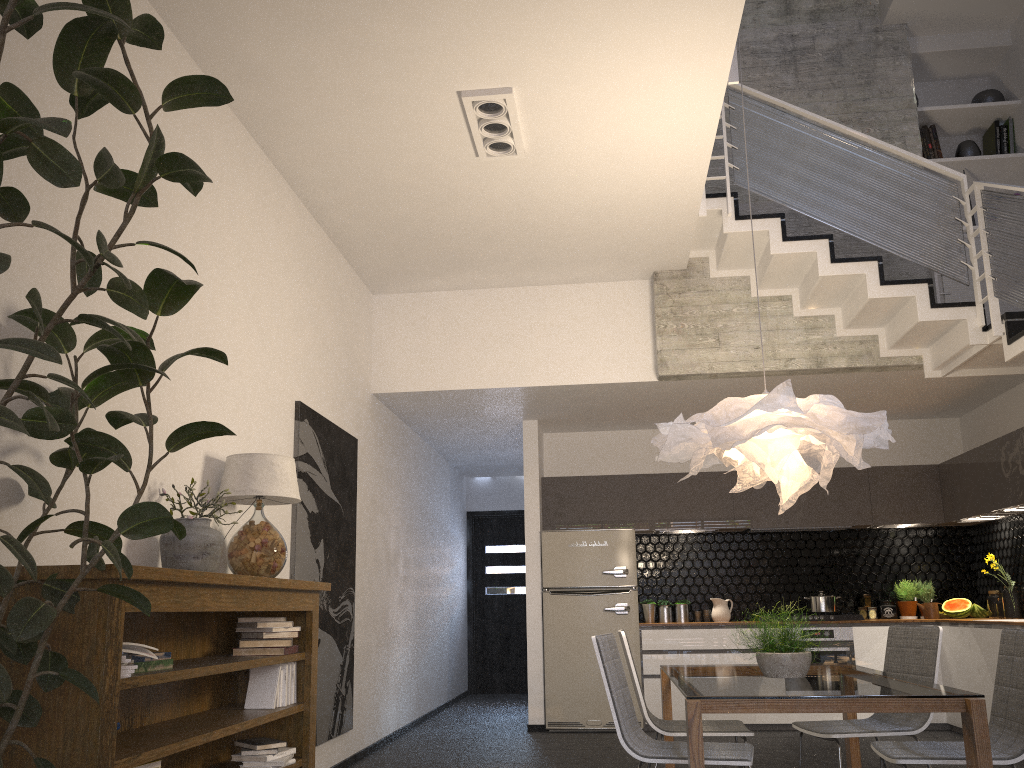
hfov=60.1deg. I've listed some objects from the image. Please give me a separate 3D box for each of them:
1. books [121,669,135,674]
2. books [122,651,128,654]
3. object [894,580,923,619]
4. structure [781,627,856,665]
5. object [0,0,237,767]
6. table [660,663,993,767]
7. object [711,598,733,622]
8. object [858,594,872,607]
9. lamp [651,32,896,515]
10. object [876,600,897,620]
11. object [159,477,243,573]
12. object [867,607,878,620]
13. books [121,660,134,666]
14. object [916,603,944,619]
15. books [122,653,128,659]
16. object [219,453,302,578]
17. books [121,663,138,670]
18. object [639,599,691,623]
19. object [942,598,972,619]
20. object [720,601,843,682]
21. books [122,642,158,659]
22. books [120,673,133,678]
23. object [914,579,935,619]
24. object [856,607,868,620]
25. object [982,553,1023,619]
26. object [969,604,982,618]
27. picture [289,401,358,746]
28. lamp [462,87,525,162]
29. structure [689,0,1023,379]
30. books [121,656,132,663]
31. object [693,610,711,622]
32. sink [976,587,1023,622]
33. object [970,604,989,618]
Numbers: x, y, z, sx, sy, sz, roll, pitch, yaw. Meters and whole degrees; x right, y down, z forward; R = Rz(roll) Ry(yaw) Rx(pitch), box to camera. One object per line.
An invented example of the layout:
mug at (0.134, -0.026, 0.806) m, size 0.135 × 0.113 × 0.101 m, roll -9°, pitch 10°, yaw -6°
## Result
books at (-1.319, 0.894, 2.764) m, size 0.253 × 0.011 × 0.321 m, roll 5°, pitch -16°, yaw -23°
books at (-1.333, 0.833, 2.739) m, size 0.253 × 0.011 × 0.322 m, roll 3°, pitch -15°, yaw -17°
object at (3.557, 1.925, 7.935) m, size 0.245 × 0.350 × 0.237 m, roll -3°, pitch -13°, yaw 10°
structure at (2.619, 2.416, 7.710) m, size 0.587 × 0.582 × 0.590 m, roll -2°, pitch -13°, yaw 6°
object at (-1.127, -0.027, 2.094) m, size 0.908 × 3.164 × 2.033 m, roll 2°, pitch -13°, yaw -16°
table at (1.214, 1.646, 3.863) m, size 0.997 × 0.706 × 1.820 m, roll -2°, pitch -14°, yaw 6°
object at (1.923, 2.072, 8.115) m, size 0.190 × 0.213 × 0.173 m, roll -5°, pitch -13°, yaw 19°
object at (3.195, 1.960, 8.010) m, size 0.083 × 0.112 × 0.083 m, roll 2°, pitch -13°, yaw -14°
lamp at (1.154, -1.936, 4.572) m, size 1.119 × 5.156 × 1.072 m, roll -5°, pitch -12°, yaw 17°
object at (3.372, 2.032, 7.978) m, size 0.141 × 0.172 × 0.143 m, roll -2°, pitch -13°, yaw 6°
object at (-1.281, 0.568, 3.540) m, size 0.386 × 0.408 × 0.278 m, roll 3°, pitch -13°, yaw -15°
object at (3.251, 2.069, 7.990) m, size 0.083 × 0.112 × 0.083 m, roll -5°, pitch -13°, yaw 16°
books at (-1.322, 0.866, 2.741) m, size 0.252 × 0.011 × 0.322 m, roll 2°, pitch -15°, yaw -12°
object at (3.677, 1.991, 7.773) m, size 0.210 × 0.139 × 0.125 m, roll -12°, pitch -17°, yaw 39°
books at (-1.331, 0.846, 2.745) m, size 0.253 × 0.011 × 0.322 m, roll 5°, pitch -15°, yaw -21°
object at (-1.191, 0.637, 4.158) m, size 0.390 × 0.576 × 0.393 m, roll 5°, pitch -14°, yaw -24°
books at (-1.326, 0.888, 2.782) m, size 0.253 × 0.011 × 0.321 m, roll 6°, pitch -16°, yaw -26°
object at (1.413, 2.090, 8.166) m, size 0.482 × 0.218 × 0.174 m, roll -2°, pitch -13°, yaw 3°
object at (3.857, 1.944, 7.673) m, size 0.237 × 0.172 × 0.219 m, roll -10°, pitch -16°, yaw 34°
object at (1.188, 1.136, 3.956) m, size 0.531 × 0.363 × 0.675 m, roll -1°, pitch -14°, yaw 1°
books at (-1.333, 0.841, 2.820) m, size 0.324 × 0.107 × 0.274 m, roll -13°, pitch -18°, yaw 40°
books at (-1.314, 0.902, 2.753) m, size 0.253 × 0.011 × 0.322 m, roll 4°, pitch -15°, yaw -20°
object at (3.695, 1.902, 7.904) m, size 0.170 × 0.375 × 0.185 m, roll -12°, pitch -16°, yaw 42°
object at (3.164, 2.073, 8.004) m, size 0.083 × 0.112 × 0.083 m, roll -2°, pitch -13°, yaw 6°
object at (4.023, 1.657, 7.271) m, size 0.258 × 0.536 × 0.430 m, roll -8°, pitch -14°, yaw 29°
object at (4.110, 2.015, 7.859) m, size 0.132 × 0.118 × 0.205 m, roll -7°, pitch -15°, yaw 25°
picture at (-1.193, 1.235, 5.678) m, size 0.033 × 2.006 × 1.246 m, roll -2°, pitch -12°, yaw 6°
lamp at (-0.089, -1.374, 4.684) m, size 0.253 × 0.065 × 0.652 m, roll -2°, pitch -14°, yaw 6°
structure at (1.727, -1.814, 5.517) m, size 4.235 × 8.218 × 8.556 m, roll -2°, pitch -13°, yaw 6°
books at (-1.322, 0.860, 2.759) m, size 0.253 × 0.011 × 0.322 m, roll 5°, pitch -15°, yaw -21°
object at (1.752, 2.137, 8.157) m, size 0.160 × 0.109 × 0.078 m, roll -4°, pitch -13°, yaw 11°
sink at (3.771, 1.652, 6.498) m, size 0.490 × 0.444 × 0.732 m, roll -2°, pitch -14°, yaw 6°
object at (4.074, 1.969, 7.690) m, size 0.225 × 0.125 × 0.149 m, roll 12°, pitch -18°, yaw -42°
